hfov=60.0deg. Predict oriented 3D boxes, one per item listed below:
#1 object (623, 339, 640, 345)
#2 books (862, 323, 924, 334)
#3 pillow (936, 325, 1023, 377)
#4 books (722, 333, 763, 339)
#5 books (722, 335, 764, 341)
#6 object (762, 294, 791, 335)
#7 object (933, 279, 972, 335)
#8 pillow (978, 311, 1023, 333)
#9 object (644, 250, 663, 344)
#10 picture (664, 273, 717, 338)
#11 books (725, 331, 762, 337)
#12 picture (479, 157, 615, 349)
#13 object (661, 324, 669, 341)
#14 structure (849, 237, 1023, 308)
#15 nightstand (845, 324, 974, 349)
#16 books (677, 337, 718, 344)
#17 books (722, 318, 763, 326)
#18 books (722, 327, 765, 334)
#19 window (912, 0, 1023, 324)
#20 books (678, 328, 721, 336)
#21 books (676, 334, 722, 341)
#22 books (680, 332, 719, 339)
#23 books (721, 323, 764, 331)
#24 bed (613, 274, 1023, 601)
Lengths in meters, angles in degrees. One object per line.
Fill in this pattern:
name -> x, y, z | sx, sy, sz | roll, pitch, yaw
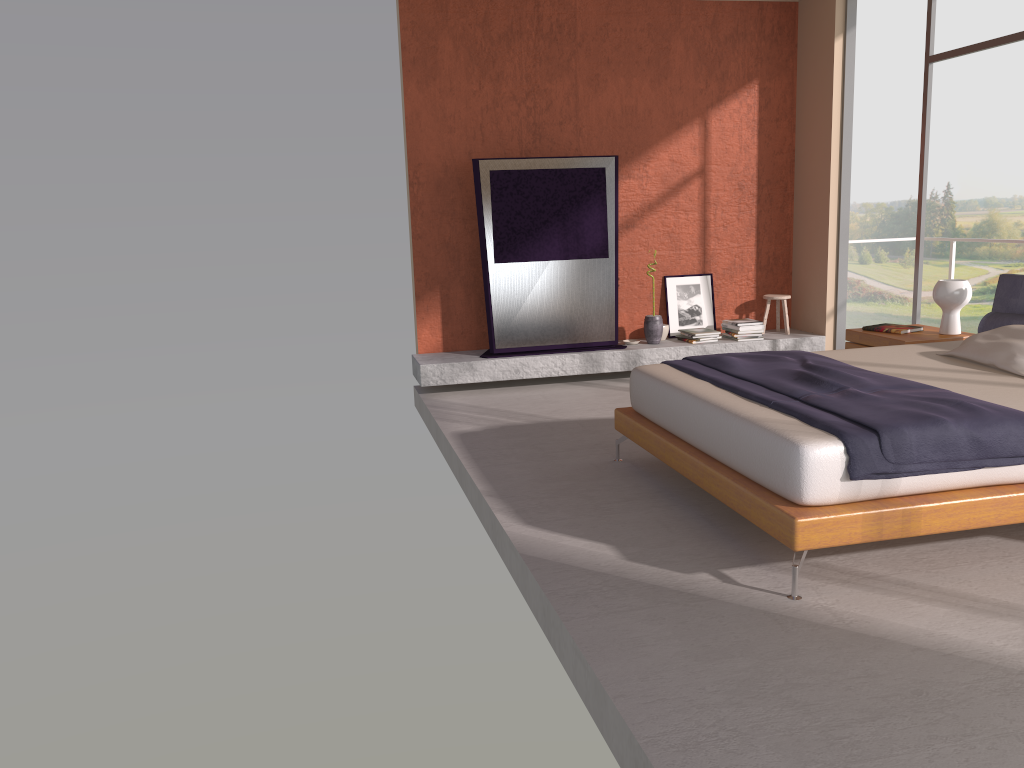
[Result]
object -> 1.033, -0.354, 7.666 | 0.152, 0.040, 0.152 | 2, 12, 22
books -> 2.521, -0.367, 5.872 | 0.247, 0.025, 0.287 | -9, 13, -31
pillow -> 2.585, -0.190, 4.519 | 0.431, 0.264, 0.869 | -3, 11, -4
books -> 2.023, -0.429, 7.783 | 0.247, 0.018, 0.287 | -5, 11, -12
books -> 2.025, -0.410, 7.781 | 0.247, 0.018, 0.328 | -4, 11, -10
object -> 2.391, -0.624, 7.971 | 0.257, 0.349, 0.260 | -12, 15, -42
object -> 2.776, -0.486, 5.601 | 0.224, 0.338, 0.224 | -2, 11, -1
pillow -> 2.980, -0.204, 4.518 | 0.205, 0.201, 1.470 | -4, 11, -12
object -> 1.207, -0.744, 7.576 | 0.165, 0.810, 0.165 | 0, 11, 11
picture -> 1.602, -0.703, 7.957 | 0.458, 0.550, 0.117 | -4, 11, -12
books -> 2.024, -0.445, 7.755 | 0.247, 0.025, 0.287 | -2, 11, -1
picture -> 0.324, -1.069, 7.221 | 1.129, 1.496, 0.126 | -4, 11, -12
object -> 1.294, -0.453, 7.827 | 0.179, 0.137, 0.180 | -2, 11, 0
structure -> 4.081, -0.093, 4.129 | 0.728, 1.005, 7.689 | -4, 11, -12
nightstand -> 2.618, -0.066, 5.832 | 0.562, 0.556, 0.628 | -4, 11, -12
books -> 1.616, -0.388, 7.720 | 0.247, 0.025, 0.287 | -5, 11, -15
books -> 2.019, -0.539, 7.762 | 0.247, 0.025, 0.287 | -5, 11, -12
books -> 2.023, -0.475, 7.768 | 0.247, 0.027, 0.328 | -4, 11, -10
window -> 3.697, -0.994, 3.673 | 0.075, 3.133, 6.106 | -4, 11, -12
books -> 1.629, -0.454, 7.710 | 0.247, 0.018, 0.328 | -5, 11, -15
books -> 1.626, -0.413, 7.727 | 0.247, 0.018, 0.328 | -8, 12, -27
books -> 1.632, -0.432, 7.709 | 0.247, 0.025, 0.287 | -4, 11, -10
books -> 2.021, -0.508, 7.762 | 0.247, 0.038, 0.319 | -5, 11, -15
bed -> 1.977, 0.046, 4.349 | 2.462, 0.959, 2.017 | -4, 11, -12
